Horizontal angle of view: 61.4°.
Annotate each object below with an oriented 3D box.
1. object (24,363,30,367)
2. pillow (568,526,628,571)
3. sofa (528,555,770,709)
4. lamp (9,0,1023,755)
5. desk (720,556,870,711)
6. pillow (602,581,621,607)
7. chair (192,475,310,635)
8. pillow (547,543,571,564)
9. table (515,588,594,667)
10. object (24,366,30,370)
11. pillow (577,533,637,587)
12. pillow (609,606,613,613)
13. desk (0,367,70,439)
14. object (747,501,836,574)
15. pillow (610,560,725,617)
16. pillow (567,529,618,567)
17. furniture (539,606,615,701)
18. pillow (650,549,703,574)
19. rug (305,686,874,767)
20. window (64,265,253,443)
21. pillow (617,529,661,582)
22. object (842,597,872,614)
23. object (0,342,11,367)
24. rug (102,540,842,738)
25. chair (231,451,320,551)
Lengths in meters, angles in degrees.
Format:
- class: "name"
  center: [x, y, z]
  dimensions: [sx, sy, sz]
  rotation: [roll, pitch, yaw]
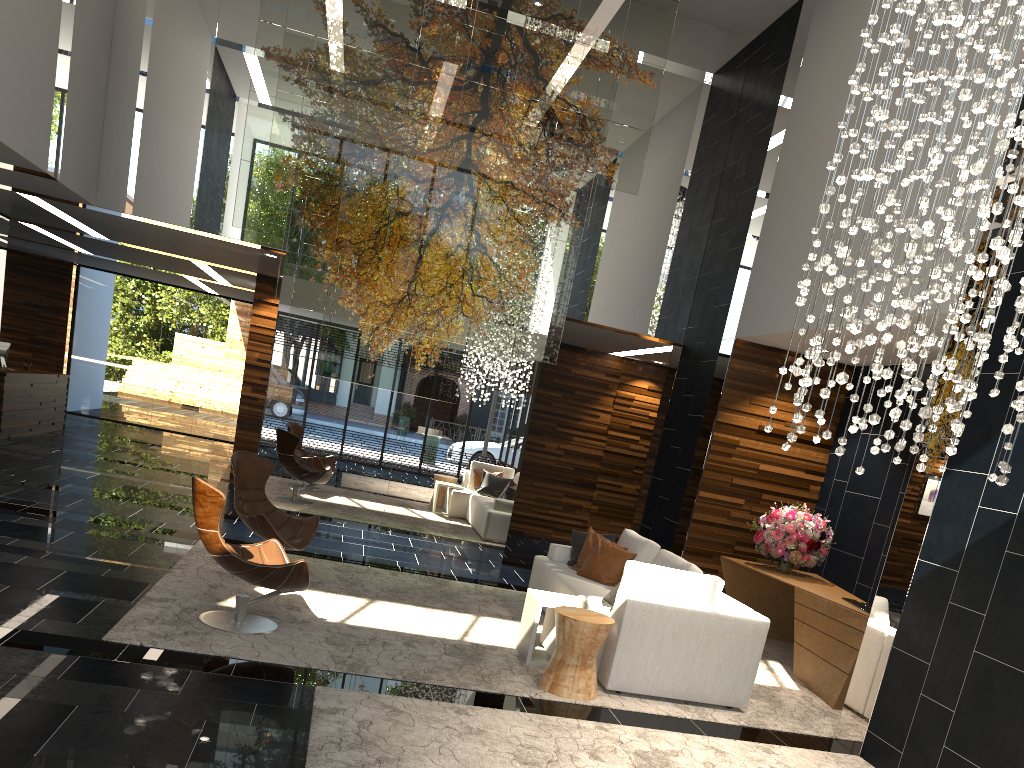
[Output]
- class: "object"
  center: [-7.267, -0.276, 12.885]
  dimensions: [0.075, 0.105, 0.151]
  rotation: [14, 3, 19]
- class: "pillow"
  center: [0.783, 1.517, 7.699]
  dimensions: [0.530, 0.442, 0.244]
  rotation: [14, 8, 43]
- class: "sofa"
  center: [0.817, 1.787, 7.063]
  dimensions: [1.302, 0.698, 2.770]
  rotation: [11, -1, -11]
- class: "lamp"
  center: [7.545, -46.059, 0.635]
  dimensions: [394.376, 117.142, 396.422]
  rotation: [11, -1, 14]
- class: "desk"
  center: [2.642, 2.158, 7.568]
  dimensions: [0.999, 0.765, 2.179]
  rotation: [11, -1, -11]
- class: "pillow"
  center: [0.925, 1.542, 6.522]
  dimensions: [0.289, 0.374, 0.510]
  rotation: [16, 5, 39]
- class: "chair"
  center: [-1.651, 1.096, 5.479]
  dimensions: [0.797, 0.955, 0.650]
  rotation: [6, 8, -43]
- class: "pillow"
  center: [0.658, 1.639, 8.191]
  dimensions: [0.631, 0.156, 0.232]
  rotation: [12, 2, -17]
- class: "table"
  center: [0.298, 1.764, 6.194]
  dimensions: [0.403, 0.479, 0.386]
  rotation: [10, 6, -11]
- class: "object"
  center: [-7.253, -0.237, 12.887]
  dimensions: [0.076, 0.061, 0.076]
  rotation: [12, 3, 13]
- class: "pillow"
  center: [0.807, 1.539, 7.486]
  dimensions: [0.271, 0.424, 0.501]
  rotation: [5, 7, -41]
- class: "pillow"
  center: [0.966, 1.542, 6.349]
  dimensions: [0.561, 0.426, 0.245]
  rotation: [9, 7, -43]
- class: "desk"
  center: [-7.411, 0.211, 12.637]
  dimensions: [0.887, 0.909, 2.597]
  rotation: [11, 0, -10]
- class: "object"
  center: [2.624, 1.437, 8.054]
  dimensions: [0.700, 0.695, 0.635]
  rotation: [10, 5, -20]
- class: "pillow"
  center: [1.072, 1.492, 5.968]
  dimensions: [0.718, 0.473, 0.209]
  rotation: [11, 8, -11]
- class: "pillow"
  center: [0.722, 1.515, 7.902]
  dimensions: [0.537, 0.426, 0.255]
  rotation: [13, 7, 36]
- class: "furniture"
  center: [0.416, 1.738, 5.573]
  dimensions: [0.384, 0.536, 0.390]
  rotation: [14, 7, 24]
- class: "pillow"
  center: [1.210, 1.556, 6.787]
  dimensions: [0.293, 0.446, 0.698]
  rotation: [10, 2, -10]
- class: "rug"
  center: [0.770, 2.022, 4.015]
  dimensions: [3.447, 0.006, 2.269]
  rotation: [12, -2, -12]
- class: "window"
  center: [-6.632, -0.453, 17.141]
  dimensions: [3.993, 2.924, 0.057]
  rotation: [11, 11, -12]
- class: "pillow"
  center: [1.056, 1.550, 7.647]
  dimensions: [0.250, 0.462, 0.698]
  rotation: [10, 2, -11]
- class: "object"
  center: [2.824, 1.776, 6.757]
  dimensions: [0.241, 0.027, 0.697]
  rotation: [12, -2, 1]
- class: "object"
  center: [-7.444, -0.367, 12.542]
  dimensions: [0.190, 0.504, 0.469]
  rotation: [10, 5, -5]
- class: "rug"
  center: [0.278, 2.033, 6.965]
  dimensions: [5.955, 0.006, 3.121]
  rotation: [12, -2, -12]
- class: "chair"
  center: [-2.024, 1.081, 7.082]
  dimensions: [0.778, 0.956, 0.665]
  rotation: [13, 7, 16]
